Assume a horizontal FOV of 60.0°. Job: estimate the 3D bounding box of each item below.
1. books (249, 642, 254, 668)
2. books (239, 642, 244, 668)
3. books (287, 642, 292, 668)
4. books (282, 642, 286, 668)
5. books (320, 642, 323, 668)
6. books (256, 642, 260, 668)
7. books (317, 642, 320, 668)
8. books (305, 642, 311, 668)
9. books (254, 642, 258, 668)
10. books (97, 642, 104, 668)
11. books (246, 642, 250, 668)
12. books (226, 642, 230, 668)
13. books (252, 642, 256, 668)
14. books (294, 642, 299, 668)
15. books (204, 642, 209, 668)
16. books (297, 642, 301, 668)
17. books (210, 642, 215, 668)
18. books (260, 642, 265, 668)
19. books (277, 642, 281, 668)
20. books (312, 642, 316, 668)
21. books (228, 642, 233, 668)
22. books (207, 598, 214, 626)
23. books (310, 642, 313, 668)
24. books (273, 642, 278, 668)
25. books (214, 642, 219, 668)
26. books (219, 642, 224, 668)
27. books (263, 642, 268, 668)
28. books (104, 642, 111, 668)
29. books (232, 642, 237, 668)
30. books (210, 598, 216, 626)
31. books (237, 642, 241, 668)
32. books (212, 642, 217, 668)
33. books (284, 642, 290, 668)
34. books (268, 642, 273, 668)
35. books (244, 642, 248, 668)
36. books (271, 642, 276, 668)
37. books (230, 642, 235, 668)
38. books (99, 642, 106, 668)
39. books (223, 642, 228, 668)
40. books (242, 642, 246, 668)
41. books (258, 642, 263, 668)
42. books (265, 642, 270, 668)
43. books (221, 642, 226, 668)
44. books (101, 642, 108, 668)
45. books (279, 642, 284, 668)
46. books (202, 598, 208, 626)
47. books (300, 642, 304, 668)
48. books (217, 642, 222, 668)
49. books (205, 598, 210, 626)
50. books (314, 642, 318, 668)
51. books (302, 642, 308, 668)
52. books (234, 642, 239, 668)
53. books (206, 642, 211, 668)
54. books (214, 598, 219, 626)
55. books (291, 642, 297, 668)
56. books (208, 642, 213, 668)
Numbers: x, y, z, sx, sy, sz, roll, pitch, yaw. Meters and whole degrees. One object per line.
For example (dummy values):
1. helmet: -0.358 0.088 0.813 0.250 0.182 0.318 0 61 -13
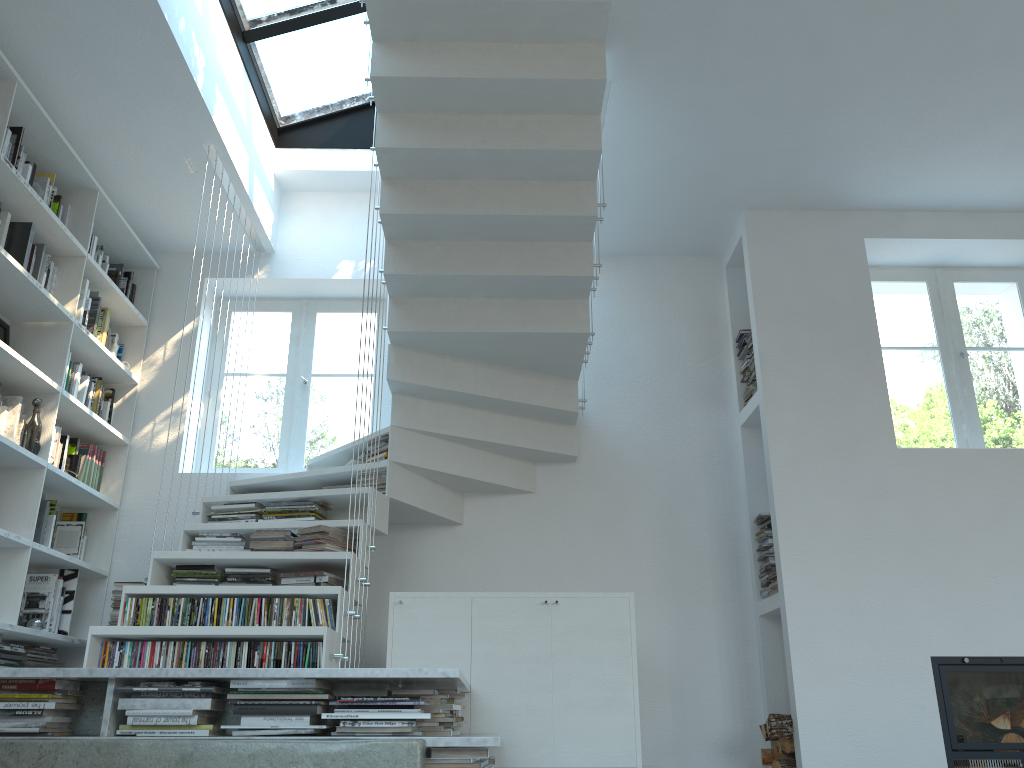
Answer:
1. books: -0.936 1.008 3.225 0.012 0.125 0.126 0 -21 -1
2. books: -0.970 1.007 3.224 0.011 0.125 0.126 0 -21 -1
3. books: -0.798 1.009 3.227 0.014 0.125 0.126 0 -21 -1
4. books: -0.819 1.008 3.227 0.007 0.124 0.126 0 -21 -1
5. books: -0.683 1.009 3.229 0.018 0.125 0.126 0 -21 -1
6. books: -0.909 1.008 3.225 0.007 0.124 0.126 0 -21 -1
7. books: -0.693 1.009 3.228 0.012 0.125 0.126 0 -21 -1
8. books: -0.734 1.009 3.228 0.016 0.125 0.126 0 -21 -1
9. books: -0.916 1.008 3.225 0.007 0.124 0.126 0 -21 -1
10. books: -1.470 1.004 3.216 0.007 0.124 0.126 0 -21 -1
11. books: -0.945 1.008 3.225 0.010 0.125 0.126 0 -21 -1
12. books: -1.017 1.007 3.223 0.008 0.125 0.126 0 -21 -1
13. books: -0.925 1.008 3.225 0.008 0.125 0.126 0 -21 -1
14. books: -0.775 1.009 3.227 0.013 0.125 0.126 0 -21 -1
15. books: -1.094 1.007 3.222 0.008 0.125 0.126 0 -21 -1
16. books: -0.765 1.009 3.227 0.009 0.125 0.126 0 -21 -1
17. books: -1.072 1.007 3.223 0.008 0.125 0.126 0 -21 -1
18. books: -0.894 1.008 3.225 0.008 0.125 0.126 0 -21 -1
19. books: -0.836 1.008 3.226 0.010 0.125 0.126 0 -21 -1
20. books: -0.711 1.009 3.228 0.009 0.125 0.126 0 -21 -1
21. books: -1.009 1.007 3.224 0.008 0.125 0.126 0 -21 -1
22. books: -1.149 0.897 3.421 0.010 0.125 0.126 0 -21 -1
23. books: -0.719 1.009 3.228 0.013 0.125 0.126 0 -21 -1
24. books: -0.847 1.008 3.226 0.012 0.125 0.126 0 -21 -1
25. books: -1.056 1.007 3.223 0.007 0.124 0.126 0 -21 -1
26. books: -1.040 1.007 3.223 0.008 0.125 0.126 0 -21 -1
27. books: -0.886 1.008 3.225 0.008 0.125 0.126 0 -21 -1
28. books: -1.446 1.005 3.217 0.010 0.125 0.126 0 -21 -1
29. books: -0.994 1.007 3.224 0.007 0.124 0.126 0 -21 -1
30. books: -1.137 0.898 3.421 0.014 0.125 0.126 0 -21 -1
31. books: -0.977 1.007 3.224 0.011 0.125 0.126 0 -21 -1
32. books: -1.064 1.007 3.223 0.008 0.125 0.126 0 -21 -1
33. books: -0.809 1.008 3.227 0.010 0.125 0.126 0 -21 -1
34. books: -0.866 1.008 3.226 0.010 0.125 0.126 0 -21 -1
35. books: -0.953 1.008 3.224 0.008 0.125 0.126 0 -21 -1
36. books: -0.858 1.008 3.226 0.008 0.125 0.126 0 -21 -1
37. books: -1.002 1.007 3.224 0.008 0.125 0.126 0 -21 -1
38. books: -1.462 1.004 3.217 0.008 0.125 0.126 0 -21 -1
39. books: -1.026 1.007 3.223 0.010 0.125 0.126 0 -21 -1
40. books: -0.961 1.007 3.224 0.008 0.125 0.126 0 -21 -1
41. books: -0.902 1.008 3.225 0.007 0.124 0.126 0 -21 -1
42. books: -0.877 1.008 3.226 0.010 0.125 0.126 0 -21 -1
43. books: -1.033 1.007 3.223 0.010 0.125 0.126 0 -21 -1
44. books: -1.455 1.005 3.217 0.008 0.125 0.126 0 -21 -1
45. books: -0.828 1.008 3.226 0.009 0.125 0.126 0 -21 -1
46. books: -1.168 0.897 3.421 0.009 0.125 0.126 0 -21 -1
47. books: -0.755 1.009 3.228 0.011 0.125 0.126 0 -21 -1
48. books: -1.049 1.007 3.223 0.008 0.125 0.126 0 -21 -1
49. books: -1.158 0.897 3.421 0.007 0.124 0.126 0 -21 -1
50. books: -0.703 1.009 3.228 0.007 0.124 0.126 0 -21 -1
51. books: -0.745 1.009 3.228 0.009 0.125 0.126 0 -21 -1
52. books: -0.987 1.007 3.224 0.008 0.125 0.126 0 -21 -1
53. books: -1.086 1.007 3.222 0.008 0.125 0.126 0 -21 -1
54. books: -1.126 0.898 3.421 0.010 0.125 0.126 0 -21 -1
55. books: -0.786 1.009 3.227 0.010 0.125 0.126 0 -21 -1
56. books: -1.079 1.007 3.222 0.008 0.125 0.126 0 -21 -1
